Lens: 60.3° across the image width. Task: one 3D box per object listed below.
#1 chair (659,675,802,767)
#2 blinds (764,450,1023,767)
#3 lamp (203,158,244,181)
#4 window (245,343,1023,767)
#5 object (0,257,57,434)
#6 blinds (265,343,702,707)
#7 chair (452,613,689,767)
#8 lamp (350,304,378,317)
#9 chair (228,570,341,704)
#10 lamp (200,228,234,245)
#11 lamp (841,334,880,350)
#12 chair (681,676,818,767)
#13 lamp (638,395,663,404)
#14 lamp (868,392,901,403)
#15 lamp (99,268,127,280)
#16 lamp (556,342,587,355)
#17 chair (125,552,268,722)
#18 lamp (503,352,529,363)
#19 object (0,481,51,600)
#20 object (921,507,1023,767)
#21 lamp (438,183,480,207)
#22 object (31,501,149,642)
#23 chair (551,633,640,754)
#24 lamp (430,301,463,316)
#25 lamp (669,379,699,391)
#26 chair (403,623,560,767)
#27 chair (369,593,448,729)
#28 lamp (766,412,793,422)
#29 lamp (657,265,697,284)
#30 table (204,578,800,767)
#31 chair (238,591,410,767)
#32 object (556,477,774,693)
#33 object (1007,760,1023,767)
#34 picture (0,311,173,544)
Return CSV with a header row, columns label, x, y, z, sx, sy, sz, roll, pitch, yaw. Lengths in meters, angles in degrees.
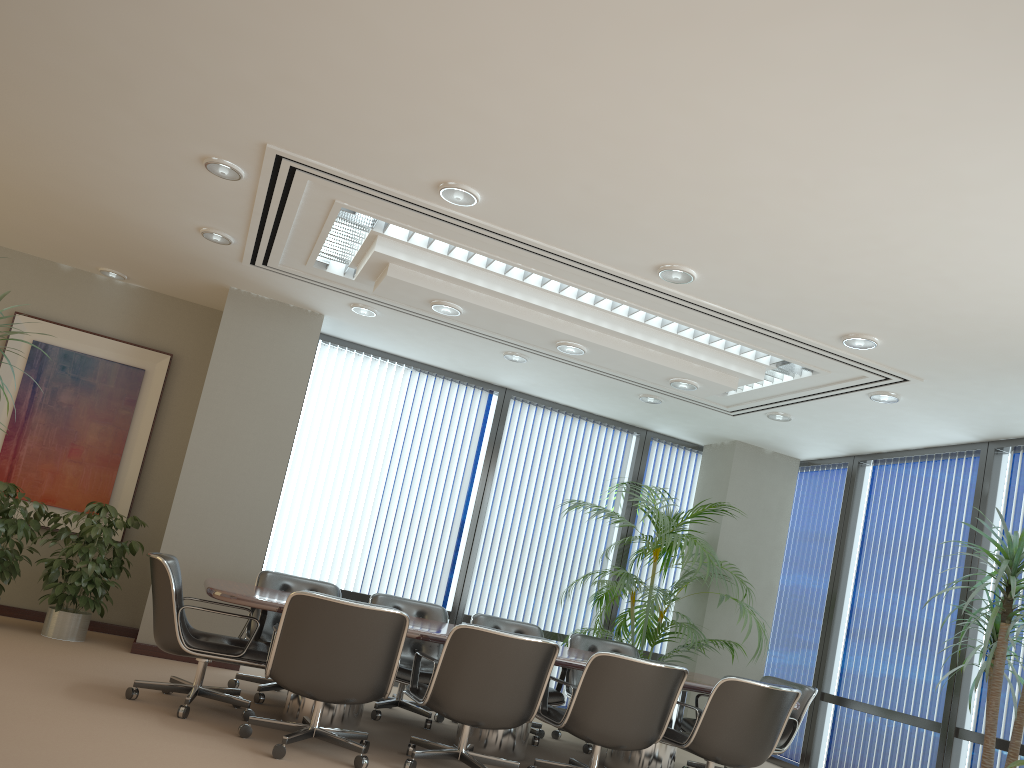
label,x,y,z,sx,sy,sz,roll,pitch,yaw
chair,1.318,2.278,5.653,0.742,0.846,0.858,16,-11,-23
blinds,3.486,1.987,7.226,0.051,2.861,4.976,15,-12,-18
lamp,-1.617,-1.198,4.947,0.226,0.035,0.227,16,-14,-15
window,1.854,1.846,8.062,7.333,2.869,3.611,6,-13,26
object,-2.301,0.220,3.220,0.803,1.805,0.832,3,-12,46
blinds,0.150,1.668,8.871,4.936,2.867,0.032,16,-8,-19
chair,0.288,2.173,6.133,0.765,0.844,2.551,15,-13,-18
lamp,-1.193,-0.588,7.110,0.225,0.035,0.229,12,-13,-1
chair,-1.542,1.829,6.329,0.767,0.846,0.858,17,-11,-23
lamp,-2.042,-1.012,6.099,0.225,0.035,0.229,12,-13,-1
lamp,2.168,-0.257,5.495,0.224,0.035,0.229,11,-13,6
chair,1.769,2.604,6.611,0.859,0.846,0.765,16,-11,-18
lamp,1.254,0.143,7.976,0.224,0.035,0.229,11,-13,6
lamp,2.741,0.104,6.489,0.228,0.035,0.226,19,-15,-28
lamp,-3.460,-0.946,7.639,0.226,0.035,0.228,14,-13,-8
lamp,0.420,-0.248,6.287,0.224,0.035,0.229,11,-13,6
chair,-1.866,1.518,5.324,0.859,0.846,0.765,16,-11,-18
lamp,0.031,-0.223,7.543,0.224,0.035,0.229,11,-13,6
object,-3.984,1.291,6.764,0.748,1.077,0.798,19,-12,-36
object,3.154,1.923,5.636,1.014,2.280,1.051,3,-12,46
lamp,-0.279,-0.988,4.629,0.228,0.035,0.226,19,-15,-28
object,-3.425,1.475,7.030,0.733,1.077,0.814,10,-10,13
chair,0.790,2.525,7.152,0.763,0.846,0.862,15,-11,-13
lamp,-0.445,-0.506,5.981,0.225,0.035,0.229,12,-13,-1
lamp,1.285,0.011,6.593,0.224,0.035,0.229,11,-13,6
chair,-0.200,1.814,5.073,0.765,0.846,0.860,16,-11,-18
chair,-0.778,2.067,6.642,0.765,0.846,0.860,16,-11,-18
lamp,2.316,0.290,7.642,0.226,0.035,0.228,14,-13,-8
lamp,0.944,-0.623,5.062,0.224,0.035,0.229,11,-13,6
table,-0.082,2.114,5.986,4.103,0.738,1.521,17,-13,-19
chair,-1.022,1.580,4.830,0.758,0.846,0.866,15,-11,-14
object,1.316,2.077,8.317,2.165,2.442,2.125,12,-10,2
object,3.074,2.252,4.617,0.976,1.293,0.873,4,-13,42
picture,-3.823,0.393,7.617,1.307,1.721,0.058,16,-8,-19
